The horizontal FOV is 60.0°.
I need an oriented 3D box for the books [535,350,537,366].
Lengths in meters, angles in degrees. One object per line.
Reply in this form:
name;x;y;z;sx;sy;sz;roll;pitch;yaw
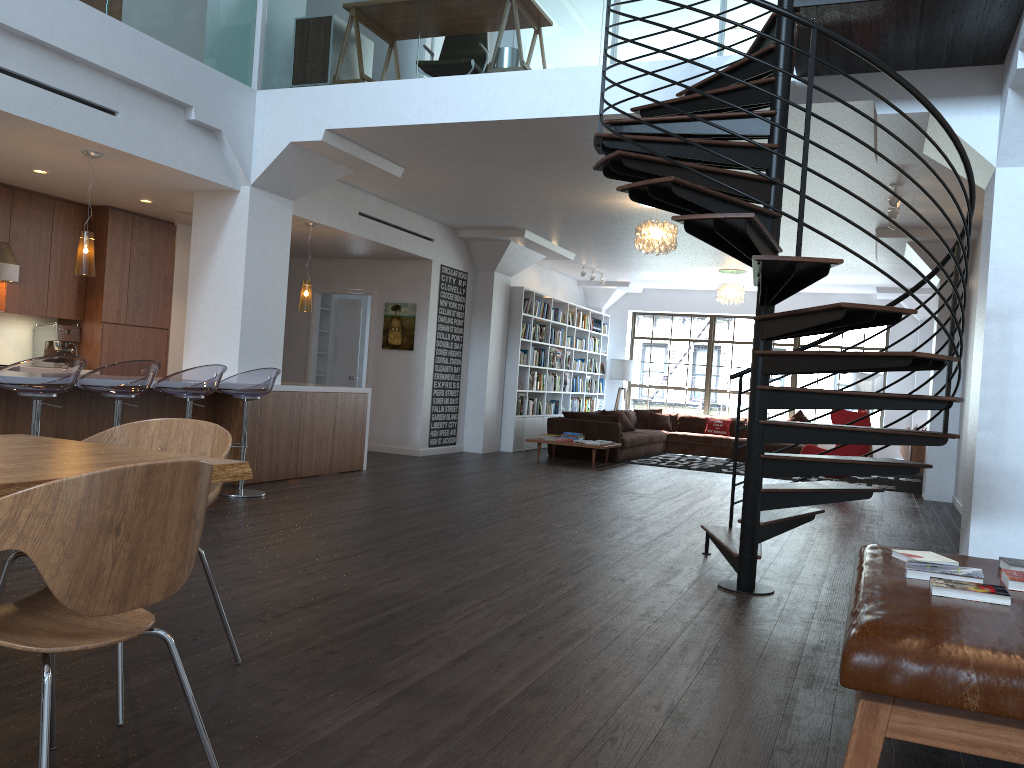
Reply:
books;0.295;-0.402;13.632;0.159;0.250;0.026;4;0;22

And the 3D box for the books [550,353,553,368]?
books;0.554;-0.382;14.245;0.174;0.240;0.054;4;0;22

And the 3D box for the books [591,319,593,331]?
books;1.392;-1.076;16.141;0.161;0.223;0.032;4;0;22

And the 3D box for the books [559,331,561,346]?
books;0.710;-0.751;14.562;0.174;0.239;0.045;4;0;22

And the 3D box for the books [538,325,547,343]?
books;0.445;-0.789;13.975;0.198;0.284;0.049;4;0;22

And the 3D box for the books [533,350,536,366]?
books;0.264;-0.399;13.544;0.174;0.239;0.045;4;0;22

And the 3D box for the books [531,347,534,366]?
books;0.231;-0.426;13.475;0.176;0.290;0.053;4;0;22

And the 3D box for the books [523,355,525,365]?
books;0.129;-0.362;13.170;0.110;0.153;0.019;4;0;22

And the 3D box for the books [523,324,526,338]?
books;0.114;-0.781;13.105;0.152;0.232;0.104;4;0;22

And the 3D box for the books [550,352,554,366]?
books;0.588;-0.387;14.353;0.183;0.253;0.042;4;0;22

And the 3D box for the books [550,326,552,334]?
books;0.524;-0.787;14.114;0.176;0.294;0.102;4;0;22

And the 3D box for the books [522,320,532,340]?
books;0.196;-0.806;13.280;0.176;0.290;0.053;4;0;22

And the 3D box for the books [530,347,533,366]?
books;0.204;-0.424;13.420;0.197;0.283;0.065;4;0;22

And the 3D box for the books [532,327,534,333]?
books;0.227;-0.762;13.401;0.161;0.207;0.135;4;0;23

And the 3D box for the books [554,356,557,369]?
books;0.642;-0.360;14.460;0.161;0.207;0.135;4;0;22

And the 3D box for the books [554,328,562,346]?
books;0.736;-0.775;14.635;0.176;0.290;0.053;4;0;22

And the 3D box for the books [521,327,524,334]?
books;0.073;-0.759;13.005;0.161;0.182;0.170;4;0;22

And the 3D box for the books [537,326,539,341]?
books;0.323;-0.779;13.658;0.160;0.251;0.039;4;0;22

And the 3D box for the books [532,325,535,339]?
books;0.243;-0.776;13.457;0.174;0.236;0.142;4;0;23

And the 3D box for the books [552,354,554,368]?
books;0.586;-0.372;14.313;0.161;0.223;0.032;4;0;22

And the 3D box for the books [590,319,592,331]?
books;1.362;-1.078;16.083;0.161;0.223;0.032;4;0;22

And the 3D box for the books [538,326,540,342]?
books;0.341;-0.776;13.693;0.171;0.246;0.039;4;0;22

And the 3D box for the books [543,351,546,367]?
books;0.432;-0.395;13.932;0.182;0.253;0.034;4;0;22

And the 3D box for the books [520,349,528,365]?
books;0.167;-0.400;13.289;0.140;0.231;0.042;4;0;22

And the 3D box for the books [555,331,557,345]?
books;0.635;-0.751;14.399;0.167;0.230;0.037;4;0;22

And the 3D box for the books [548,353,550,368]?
books;0.517;-0.390;14.180;0.160;0.251;0.031;4;0;22

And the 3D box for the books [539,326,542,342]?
books;0.366;-0.778;13.762;0.183;0.253;0.042;4;0;22

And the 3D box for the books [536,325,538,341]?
books;0.306;-0.784;13.622;0.180;0.259;0.042;4;0;22

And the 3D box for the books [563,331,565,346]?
books;0.795;-0.752;14.755;0.159;0.250;0.026;4;0;22

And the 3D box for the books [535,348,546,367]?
books;0.447;-0.413;13.994;0.176;0.294;0.102;4;0;22

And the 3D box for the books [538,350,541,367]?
books;0.361;-0.400;13.773;0.182;0.253;0.034;4;0;22

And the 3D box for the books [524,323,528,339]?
books;0.136;-0.784;13.178;0.172;0.239;0.093;4;0;22

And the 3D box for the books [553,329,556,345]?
books;0.617;-0.763;14.331;0.182;0.253;0.034;4;0;22

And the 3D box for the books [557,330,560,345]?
books;0.688;-0.756;14.516;0.170;0.245;0.057;4;0;22

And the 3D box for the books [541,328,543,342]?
books;0.392;-0.761;13.791;0.161;0.223;0.032;4;0;22

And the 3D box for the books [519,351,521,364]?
books;0.056;-0.388;13.022;0.136;0.196;0.045;4;0;22

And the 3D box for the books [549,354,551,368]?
books;0.536;-0.375;14.205;0.161;0.223;0.032;4;0;22

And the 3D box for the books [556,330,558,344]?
books;0.670;-0.759;14.478;0.159;0.250;0.026;4;0;22

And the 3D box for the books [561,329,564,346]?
books;0.755;-0.771;14.692;0.197;0.283;0.065;4;0;22

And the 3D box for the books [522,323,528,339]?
books;0.129;-0.782;13.133;0.172;0.235;0.112;4;0;22

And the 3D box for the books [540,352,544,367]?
books;0.400;-0.391;13.866;0.174;0.239;0.045;4;0;22

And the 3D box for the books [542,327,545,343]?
books;0.417;-0.768;13.862;0.174;0.240;0.054;4;0;22

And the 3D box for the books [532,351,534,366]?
books;0.245;-0.391;13.513;0.161;0.223;0.027;4;0;22

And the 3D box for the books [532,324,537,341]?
books;0.278;-0.783;13.540;0.183;0.253;0.042;4;0;22

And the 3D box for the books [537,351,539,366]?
books;0.325;-0.391;13.712;0.167;0.230;0.037;4;0;22

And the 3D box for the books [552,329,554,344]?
books;0.580;-0.759;14.238;0.174;0.239;0.045;4;0;22

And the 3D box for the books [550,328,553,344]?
books;0.556;-0.767;14.168;0.182;0.253;0.034;4;0;22

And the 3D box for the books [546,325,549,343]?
books;0.481;-0.790;14.017;0.176;0.291;0.053;4;0;22

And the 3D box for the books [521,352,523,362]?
books;0.092;-0.380;13.118;0.134;0.184;0.030;4;0;22

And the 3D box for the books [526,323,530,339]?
books;0.157;-0.784;13.212;0.174;0.242;0.105;4;0;22

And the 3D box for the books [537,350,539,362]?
books;0.327;-0.402;13.750;0.182;0.253;0.034;4;0;22

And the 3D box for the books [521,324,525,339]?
books;0.099;-0.775;13.079;0.161;0.218;0.101;4;0;22

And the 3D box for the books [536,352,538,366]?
books;0.312;-0.387;13.653;0.161;0.223;0.027;4;0;22

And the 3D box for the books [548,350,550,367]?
books;0.495;-0.408;14.146;0.198;0.284;0.049;4;0;22

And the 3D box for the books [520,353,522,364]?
books;0.081;-0.378;13.070;0.128;0.178;0.022;4;0;22

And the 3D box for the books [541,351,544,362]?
books;0.409;-0.397;13.905;0.182;0.253;0.034;4;0;22
